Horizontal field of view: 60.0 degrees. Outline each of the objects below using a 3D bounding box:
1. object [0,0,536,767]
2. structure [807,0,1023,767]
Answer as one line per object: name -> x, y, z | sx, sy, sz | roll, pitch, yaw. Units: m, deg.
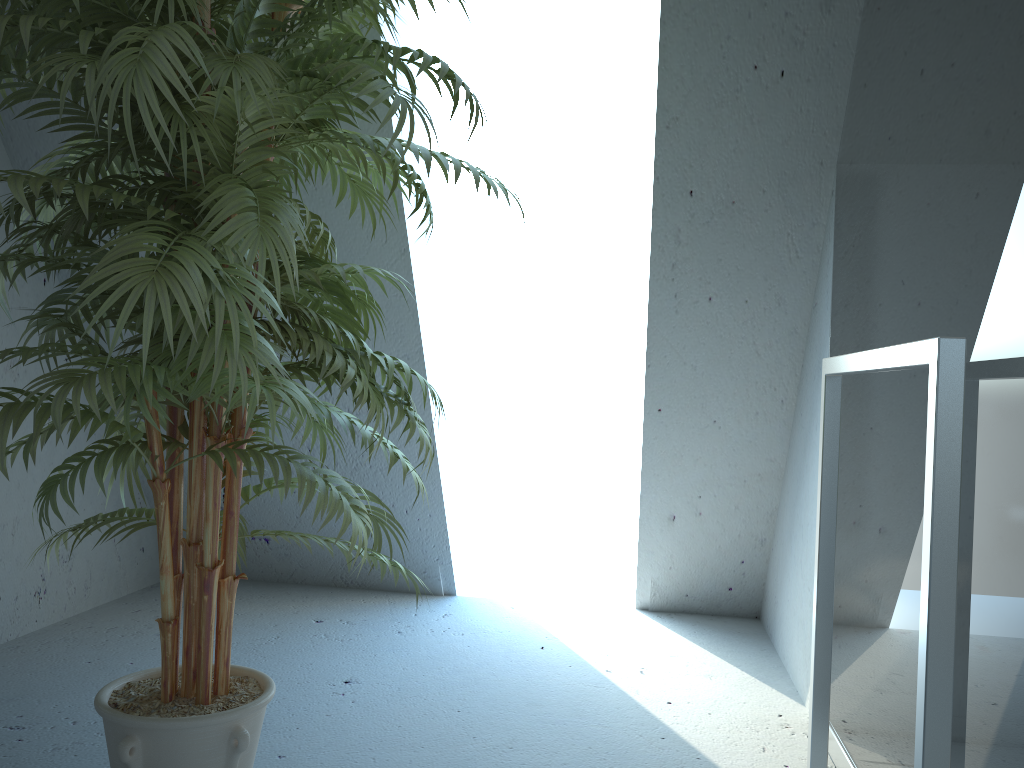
object -> -0.510, -0.246, 1.504 | 0.980, 2.034, 1.020 | 2, 0, -33
structure -> 1.067, -0.223, 1.199 | 1.184, 2.114, 1.835 | 2, 0, 8
